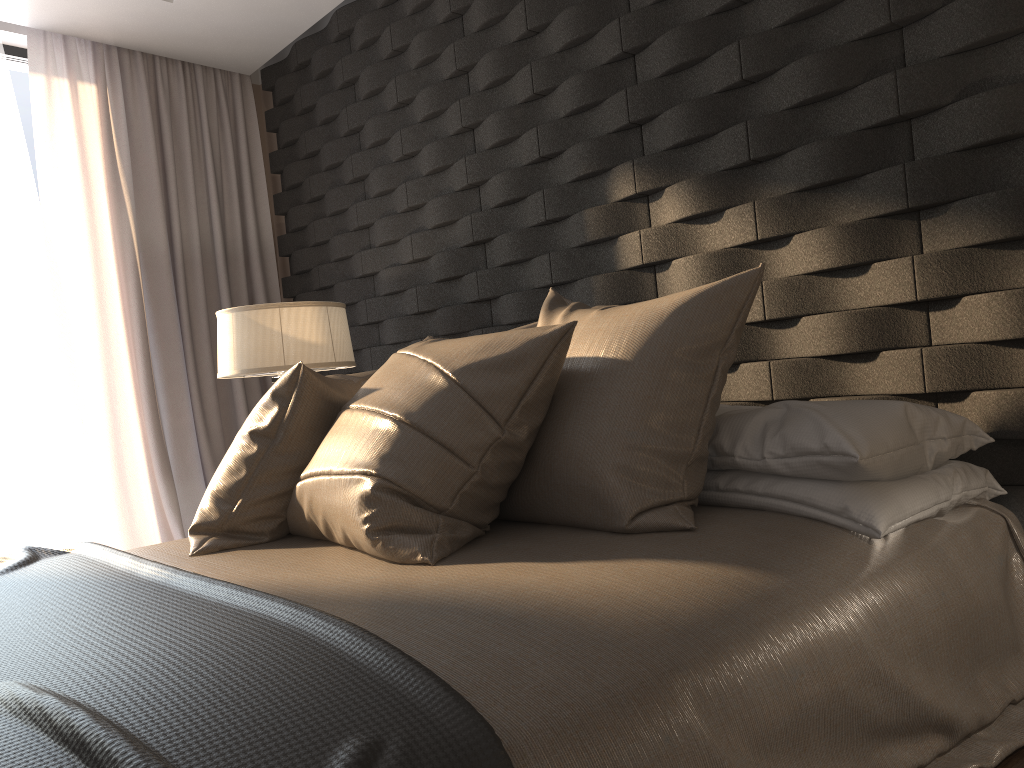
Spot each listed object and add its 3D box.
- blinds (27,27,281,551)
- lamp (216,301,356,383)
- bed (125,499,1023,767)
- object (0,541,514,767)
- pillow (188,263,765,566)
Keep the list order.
[{"bbox_3d":[-1.414,-0.300,3.859,0.322,2.640,1.056,-5,1,41],"label":"blinds"},{"bbox_3d":[-0.784,0.047,3.123,0.474,0.631,0.458,-6,1,-8],"label":"lamp"},{"bbox_3d":[-0.409,0.635,1.611,2.422,0.624,2.165,-6,1,-40],"label":"bed"},{"bbox_3d":[-0.791,0.495,1.300,0.654,0.322,1.939,-6,1,-40],"label":"object"},{"bbox_3d":[-0.174,0.050,1.903,0.950,0.518,1.189,-6,1,-38],"label":"pillow"}]
